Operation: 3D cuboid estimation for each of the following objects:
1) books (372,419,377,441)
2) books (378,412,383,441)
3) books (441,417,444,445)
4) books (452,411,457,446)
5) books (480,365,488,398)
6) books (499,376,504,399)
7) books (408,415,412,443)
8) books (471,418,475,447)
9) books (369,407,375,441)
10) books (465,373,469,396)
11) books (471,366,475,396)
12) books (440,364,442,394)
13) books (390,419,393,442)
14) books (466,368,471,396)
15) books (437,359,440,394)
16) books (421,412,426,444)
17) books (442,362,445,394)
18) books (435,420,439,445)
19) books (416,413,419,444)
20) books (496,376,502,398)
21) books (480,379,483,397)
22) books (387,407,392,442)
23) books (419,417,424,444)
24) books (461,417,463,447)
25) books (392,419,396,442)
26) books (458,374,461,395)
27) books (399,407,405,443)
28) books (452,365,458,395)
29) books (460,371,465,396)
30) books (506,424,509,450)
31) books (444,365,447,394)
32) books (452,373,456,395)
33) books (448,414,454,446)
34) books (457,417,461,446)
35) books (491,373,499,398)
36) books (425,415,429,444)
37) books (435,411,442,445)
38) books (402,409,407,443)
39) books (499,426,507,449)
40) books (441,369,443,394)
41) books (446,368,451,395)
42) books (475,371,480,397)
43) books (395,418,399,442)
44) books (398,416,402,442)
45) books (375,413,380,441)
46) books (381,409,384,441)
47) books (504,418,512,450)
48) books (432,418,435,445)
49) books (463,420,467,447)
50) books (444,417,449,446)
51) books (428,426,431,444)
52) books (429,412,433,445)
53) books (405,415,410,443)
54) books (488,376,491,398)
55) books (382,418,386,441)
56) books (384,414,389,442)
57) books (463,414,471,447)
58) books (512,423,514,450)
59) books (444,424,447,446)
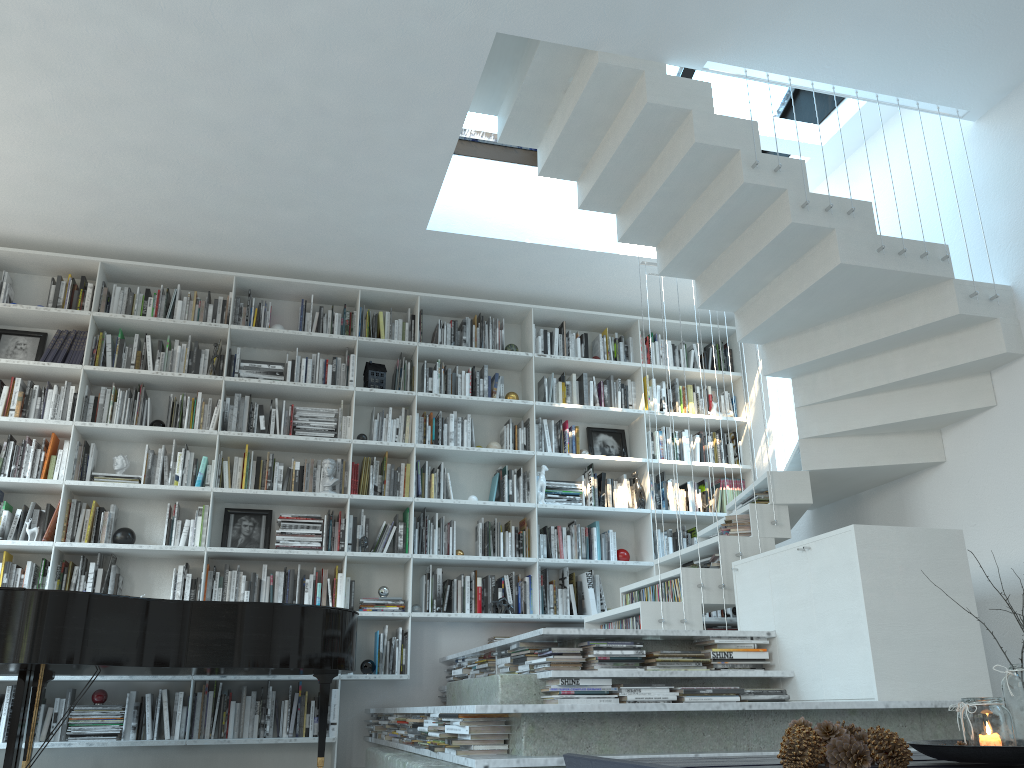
[{"bbox_3d":[-0.949,0.357,6.073,0.028,0.185,0.182,5,-21,-15],"label":"books"},{"bbox_3d":[-0.919,0.335,6.107,0.028,0.249,0.165,5,-20,-15],"label":"books"},{"bbox_3d":[-0.502,0.371,6.201,0.022,0.236,0.165,5,-20,-15],"label":"books"},{"bbox_3d":[-0.419,0.357,6.248,0.027,0.294,0.160,5,-20,-15],"label":"books"},{"bbox_3d":[-0.209,0.027,6.402,0.029,0.284,0.184,5,-20,-15],"label":"books"},{"bbox_3d":[-0.090,0.074,6.453,0.026,0.228,0.141,5,-20,-15],"label":"books"},{"bbox_3d":[-0.723,0.355,6.150,0.026,0.237,0.173,5,-20,-15],"label":"books"},{"bbox_3d":[-0.290,0.388,6.278,0.034,0.253,0.161,5,-20,-15],"label":"books"},{"bbox_3d":[-0.968,0.316,6.106,0.018,0.284,0.160,5,-20,-15],"label":"books"},{"bbox_3d":[-0.340,0.051,6.354,0.021,0.208,0.181,5,-21,-15],"label":"books"},{"bbox_3d":[-0.291,0.030,6.407,0.012,0.284,0.160,5,-20,-15],"label":"books"},{"bbox_3d":[-0.524,0.012,6.327,0.010,0.267,0.166,5,-20,-15],"label":"books"},{"bbox_3d":[-0.843,0.362,6.102,0.024,0.194,0.173,5,-21,-15],"label":"books"},{"bbox_3d":[-0.317,0.032,6.384,0.012,0.263,0.157,5,-20,-15],"label":"books"},{"bbox_3d":[-0.536,-0.007,6.331,0.014,0.305,0.153,5,-20,-15],"label":"books"},{"bbox_3d":[-0.623,0.348,6.195,0.014,0.277,0.154,5,-20,-15],"label":"books"},{"bbox_3d":[-0.503,0.006,6.351,0.021,0.295,0.139,5,-20,-15],"label":"books"},{"bbox_3d":[-0.542,0.382,6.200,0.026,0.215,0.162,5,-20,-15],"label":"books"},{"bbox_3d":[-0.679,0.349,6.157,0.028,0.250,0.190,5,-20,-15],"label":"books"},{"bbox_3d":[-0.120,0.071,6.425,0.048,0.215,0.183,5,-21,-15],"label":"books"},{"bbox_3d":[-0.239,0.078,6.389,0.027,0.181,0.177,5,-21,-15],"label":"books"},{"bbox_3d":[-0.856,0.319,6.101,0.028,0.274,0.187,5,-20,-15],"label":"books"},{"bbox_3d":[-0.645,0.365,6.187,0.030,0.241,0.139,5,-20,-15],"label":"books"},{"bbox_3d":[-0.371,0.378,6.260,0.024,0.261,0.134,5,-20,-15],"label":"books"},{"bbox_3d":[-0.825,0.364,6.110,0.027,0.196,0.185,5,-21,-15],"label":"books"},{"bbox_3d":[-0.390,0.053,6.367,0.025,0.215,0.144,5,-20,-15],"label":"books"},{"bbox_3d":[-0.773,0.326,6.149,0.028,0.292,0.155,5,-20,-15],"label":"books"},{"bbox_3d":[-0.409,0.020,6.376,0.013,0.283,0.155,5,-20,-15],"label":"books"},{"bbox_3d":[-0.365,0.041,6.366,0.023,0.236,0.150,5,-20,-15],"label":"books"},{"bbox_3d":[-0.044,0.418,6.335,0.012,0.231,0.154,5,-20,-15],"label":"books"},{"bbox_3d":[-0.489,0.019,6.358,0.012,0.275,0.133,5,-20,-15],"label":"books"},{"bbox_3d":[-0.430,0.048,6.364,0.028,0.222,0.142,5,-20,-15],"label":"books"},{"bbox_3d":[-0.439,0.361,6.212,0.030,0.262,0.182,5,-20,-15],"label":"books"},{"bbox_3d":[-0.390,0.377,6.233,0.025,0.244,0.184,5,-20,-15],"label":"books"},{"bbox_3d":[-0.140,0.057,6.414,0.054,0.234,0.172,5,-20,-15],"label":"books"},{"bbox_3d":[-0.605,0.358,6.178,0.014,0.247,0.177,5,-20,-15],"label":"books"},{"bbox_3d":[-0.518,0.347,6.198,0.014,0.279,0.178,5,-20,-15],"label":"books"},{"bbox_3d":[-0.758,0.334,6.148,0.025,0.276,0.173,5,-20,-15],"label":"books"},{"bbox_3d":[-0.064,0.424,6.333,0.015,0.219,0.140,5,-20,-15],"label":"books"},{"bbox_3d":[-0.515,0.031,6.332,0.012,0.235,0.166,5,-20,-15],"label":"books"},{"bbox_3d":[-0.464,0.029,6.336,0.027,0.240,0.160,5,-20,-15],"label":"books"},{"bbox_3d":[-0.265,0.047,6.387,0.030,0.237,0.186,5,-20,-15],"label":"books"},{"bbox_3d":[-0.805,0.359,6.118,0.029,0.210,0.158,5,-20,-15],"label":"books"},{"bbox_3d":[-0.789,0.352,6.133,0.024,0.233,0.150,5,-20,-15],"label":"books"},{"bbox_3d":[-0.937,0.339,6.106,0.024,0.241,0.160,5,-20,-15],"label":"books"},{"bbox_3d":[-0.905,0.325,6.116,0.019,0.274,0.146,5,-20,-15],"label":"books"},{"bbox_3d":[-0.028,0.398,6.333,0.015,0.266,0.164,5,-20,-15],"label":"books"},{"bbox_3d":[-0.560,0.371,6.197,0.013,0.235,0.158,5,-20,-15],"label":"books"},{"bbox_3d":[-0.346,0.389,6.248,0.021,0.231,0.183,5,-20,-15],"label":"books"},{"bbox_3d":[-0.466,0.370,6.228,0.011,0.256,0.132,5,-20,-15],"label":"books"},{"bbox_3d":[-0.591,0.396,6.182,0.021,0.178,0.137,5,-20,-15],"label":"books"},{"bbox_3d":[-0.579,0.354,6.219,0.014,0.283,0.136,5,-20,-15],"label":"books"},{"bbox_3d":[-0.737,0.352,6.130,0.028,0.229,0.177,5,-20,-15],"label":"books"},{"bbox_3d":[-0.183,0.068,6.411,0.030,0.212,0.157,5,-20,-15],"label":"books"},{"bbox_3d":[-0.894,0.357,6.106,0.023,0.206,0.171,5,-21,-15],"label":"books"},{"bbox_3d":[-0.878,0.343,6.110,0.023,0.235,0.179,5,-20,-15],"label":"books"},{"bbox_3d":[-0.321,0.368,6.250,0.024,0.271,0.170,5,-20,-15],"label":"books"},{"bbox_3d":[-0.016,0.414,6.343,0.016,0.243,0.152,5,-20,-15],"label":"books"},{"bbox_3d":[-0.481,0.396,6.208,0.025,0.193,0.171,5,-21,-15],"label":"books"}]
